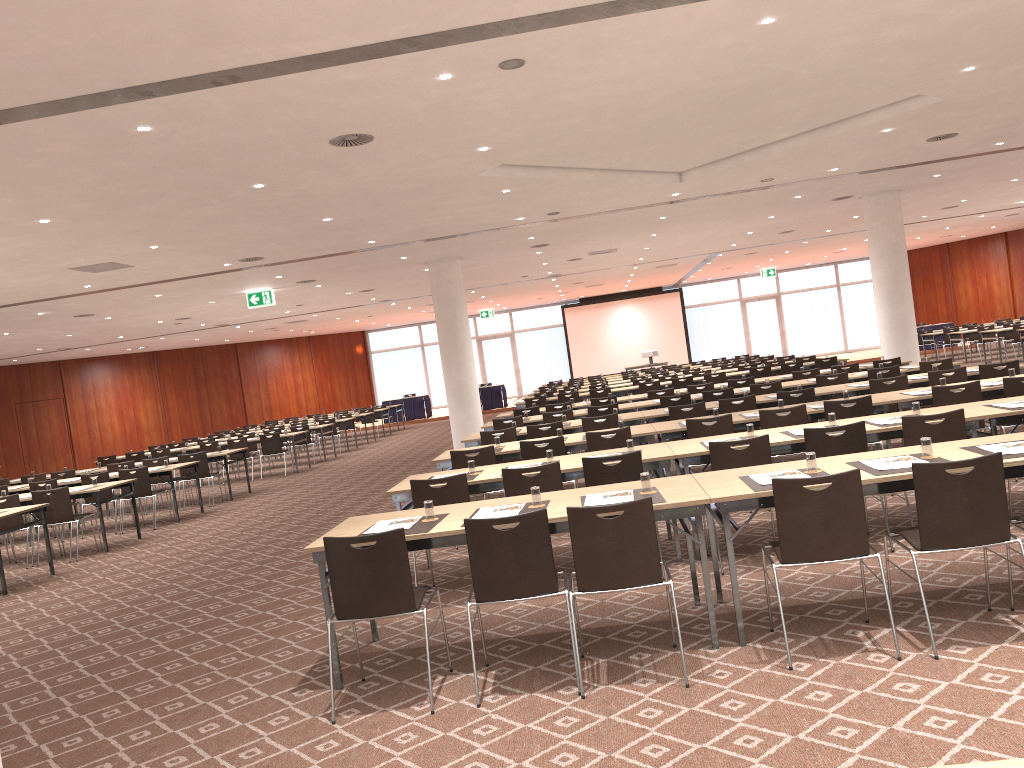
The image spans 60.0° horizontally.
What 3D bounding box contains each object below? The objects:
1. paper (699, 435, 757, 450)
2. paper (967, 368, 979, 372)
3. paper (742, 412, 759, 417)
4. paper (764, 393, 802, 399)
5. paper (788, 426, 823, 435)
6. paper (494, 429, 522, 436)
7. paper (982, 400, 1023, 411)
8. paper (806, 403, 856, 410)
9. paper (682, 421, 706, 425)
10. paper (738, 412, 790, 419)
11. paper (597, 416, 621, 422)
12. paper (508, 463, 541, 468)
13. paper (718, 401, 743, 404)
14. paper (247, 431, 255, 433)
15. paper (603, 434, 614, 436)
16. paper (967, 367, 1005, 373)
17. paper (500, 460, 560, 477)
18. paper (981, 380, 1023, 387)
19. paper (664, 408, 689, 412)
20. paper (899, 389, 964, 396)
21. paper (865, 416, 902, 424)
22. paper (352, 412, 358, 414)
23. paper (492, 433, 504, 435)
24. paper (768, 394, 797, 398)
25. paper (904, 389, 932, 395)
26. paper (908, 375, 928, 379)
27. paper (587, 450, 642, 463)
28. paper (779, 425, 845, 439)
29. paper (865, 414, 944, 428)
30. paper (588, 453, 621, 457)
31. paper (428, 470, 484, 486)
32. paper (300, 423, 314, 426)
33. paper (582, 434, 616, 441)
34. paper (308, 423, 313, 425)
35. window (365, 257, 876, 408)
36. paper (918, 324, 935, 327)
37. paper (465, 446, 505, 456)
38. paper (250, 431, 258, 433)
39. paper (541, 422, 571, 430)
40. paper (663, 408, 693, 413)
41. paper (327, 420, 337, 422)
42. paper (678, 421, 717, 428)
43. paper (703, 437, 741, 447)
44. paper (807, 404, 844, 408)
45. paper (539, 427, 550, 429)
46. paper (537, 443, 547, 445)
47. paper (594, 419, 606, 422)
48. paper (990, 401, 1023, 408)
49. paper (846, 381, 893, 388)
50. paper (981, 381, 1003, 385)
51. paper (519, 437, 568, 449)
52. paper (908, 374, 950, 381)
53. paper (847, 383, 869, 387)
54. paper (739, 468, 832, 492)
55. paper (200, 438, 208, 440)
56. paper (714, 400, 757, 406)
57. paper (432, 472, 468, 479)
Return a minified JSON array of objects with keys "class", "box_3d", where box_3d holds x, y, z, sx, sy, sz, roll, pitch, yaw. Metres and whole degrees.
[{"class":"paper","box_3d":[1.749,0.462,7.024,0.460,0.003,0.565,-8,1,6]},{"class":"paper","box_3d":[5.597,-0.174,10.753,0.283,0.006,0.398,-8,1,7]},{"class":"paper","box_3d":[2.516,0.301,9.029,0.283,0.006,0.398,-8,1,5]},{"class":"paper","box_3d":[3.379,0.138,10.889,0.460,0.003,0.565,-8,1,4]},{"class":"paper","box_3d":[2.371,0.370,7.041,0.283,0.006,0.398,-8,1,6]},{"class":"paper","box_3d":[-0.121,0.623,11.223,0.460,0.003,0.565,-8,1,5]},{"class":"paper","box_3d":[3.972,0.154,6.821,0.460,0.003,0.565,-8,1,7]},{"class":"paper","box_3d":[3.233,0.207,8.908,0.460,0.003,0.565,-8,1,8]},{"class":"paper","box_3d":[1.899,0.386,9.104,0.283,0.006,0.398,-8,1,5]},{"class":"paper","box_3d":[2.562,0.300,8.980,0.460,0.003,0.565,-8,1,7]},{"class":"paper","box_3d":[1.132,0.449,11.106,0.460,0.003,0.565,-8,1,5]},{"class":"paper","box_3d":[0.093,0.685,7.274,0.283,0.006,0.398,-8,1,6]},{"class":"paper","box_3d":[2.718,0.225,11.010,0.283,0.006,0.398,-8,1,3]},{"class":"paper","box_3d":[-7.013,1.289,23.521,0.283,0.006,0.398,-8,1,4]},{"class":"paper","box_3d":[0.932,0.521,9.181,0.283,0.006,0.398,-8,1,3]},{"class":"paper","box_3d":[5.613,-0.171,10.658,0.460,0.003,0.565,-8,1,4]},{"class":"paper","box_3d":[0.155,0.683,7.193,0.460,0.003,0.565,-8,1,4]},{"class":"paper","box_3d":[4.819,-0.012,8.742,0.460,0.003,0.565,-8,1,7]},{"class":"paper","box_3d":[2.059,0.315,11.097,0.283,0.006,0.398,-8,1,7]},{"class":"paper","box_3d":[4.174,0.077,8.805,0.460,0.003,0.565,-8,1,5]},{"class":"paper","box_3d":[2.989,0.285,6.985,0.283,0.006,0.398,-8,1,5]},{"class":"paper","box_3d":[-4.986,0.917,27.235,0.460,0.003,0.565,-8,1,3]},{"class":"paper","box_3d":[-0.153,0.622,11.298,0.283,0.006,0.398,-8,1,6]},{"class":"paper","box_3d":[3.330,0.140,10.957,0.283,0.006,0.398,-8,1,5]},{"class":"paper","box_3d":[4.114,0.080,8.878,0.283,0.006,0.398,-8,1,6]},{"class":"paper","box_3d":[4.936,-0.082,10.793,0.283,0.006,0.398,-8,1,3]},{"class":"paper","box_3d":[0.817,0.591,7.145,0.460,0.003,0.565,-8,1,9]},{"class":"paper","box_3d":[2.395,0.373,6.967,0.460,0.003,0.565,-8,1,4]},{"class":"paper","box_3d":[3.027,0.285,6.916,0.460,0.003,0.565,-8,1,5]},{"class":"paper","box_3d":[0.745,0.596,7.184,0.283,0.006,0.398,-8,1,7]},{"class":"paper","box_3d":[-0.498,0.773,7.265,0.460,0.003,0.565,-8,1,7]},{"class":"paper","box_3d":[-5.382,1.069,23.302,0.460,0.003,0.565,-8,1,2]},{"class":"paper","box_3d":[0.957,0.523,9.120,0.460,0.003,0.565,-8,1,6]},{"class":"paper","box_3d":[-5.402,1.066,23.363,0.283,0.006,0.398,-8,1,3]},{"class":"window","box_3d":[5.049,-2.011,38.385,22.964,3.873,0.217,-8,2,5]},{"class":"paper","box_3d":[14.442,-2.038,30.952,0.460,0.003,0.565,-8,1,5]},{"class":"paper","box_3d":[-0.318,0.700,9.220,0.460,0.003,0.565,-8,1,5]},{"class":"paper","box_3d":[-6.962,1.288,23.424,0.460,0.003,0.565,-8,1,7]},{"class":"paper","box_3d":[0.512,0.535,11.171,0.460,0.003,0.565,-8,1,6]},{"class":"paper","box_3d":[2.125,0.312,11.010,0.460,0.003,0.565,-8,1,6]},{"class":"paper","box_3d":[-4.752,0.977,23.272,0.283,0.006,0.398,-8,1,6]},{"class":"paper","box_3d":[1.935,0.387,9.020,0.460,0.003,0.565,-8,1,7]},{"class":"paper","box_3d":[1.695,0.464,7.113,0.283,0.006,0.398,-8,1,7]},{"class":"paper","box_3d":[3.152,0.214,8.951,0.283,0.006,0.398,-8,1,5]},{"class":"paper","box_3d":[0.469,0.536,11.233,0.283,0.006,0.398,-8,1,4]},{"class":"paper","box_3d":[0.295,0.609,9.246,0.283,0.006,0.398,-8,1,4]},{"class":"paper","box_3d":[1.097,0.449,11.155,0.283,0.006,0.398,-8,1,6]},{"class":"paper","box_3d":[3.940,0.153,6.875,0.283,0.006,0.398,-8,1,5]},{"class":"paper","box_3d":[4.367,0.002,10.801,0.460,0.003,0.565,-8,1,5]},{"class":"paper","box_3d":[4.772,-0.011,8.799,0.283,0.006,0.398,-8,1,2]},{"class":"paper","box_3d":[0.334,0.608,9.206,0.460,0.003,0.565,-8,1,8]},{"class":"paper","box_3d":[4.983,-0.084,10.731,0.460,0.003,0.565,-8,1,5]},{"class":"paper","box_3d":[4.301,0.005,10.857,0.283,0.006,0.398,-8,1,4]},{"class":"paper","box_3d":[1.559,0.538,5.023,0.460,0.003,0.565,-8,1,6]},{"class":"paper","box_3d":[-8.229,1.464,23.548,0.460,0.003,0.565,-8,1,7]},{"class":"paper","box_3d":[2.755,0.225,10.925,0.460,0.003,0.565,-8,1,6]},{"class":"paper","box_3d":[-0.535,0.772,7.336,0.283,0.006,0.398,-8,1,7]}]
